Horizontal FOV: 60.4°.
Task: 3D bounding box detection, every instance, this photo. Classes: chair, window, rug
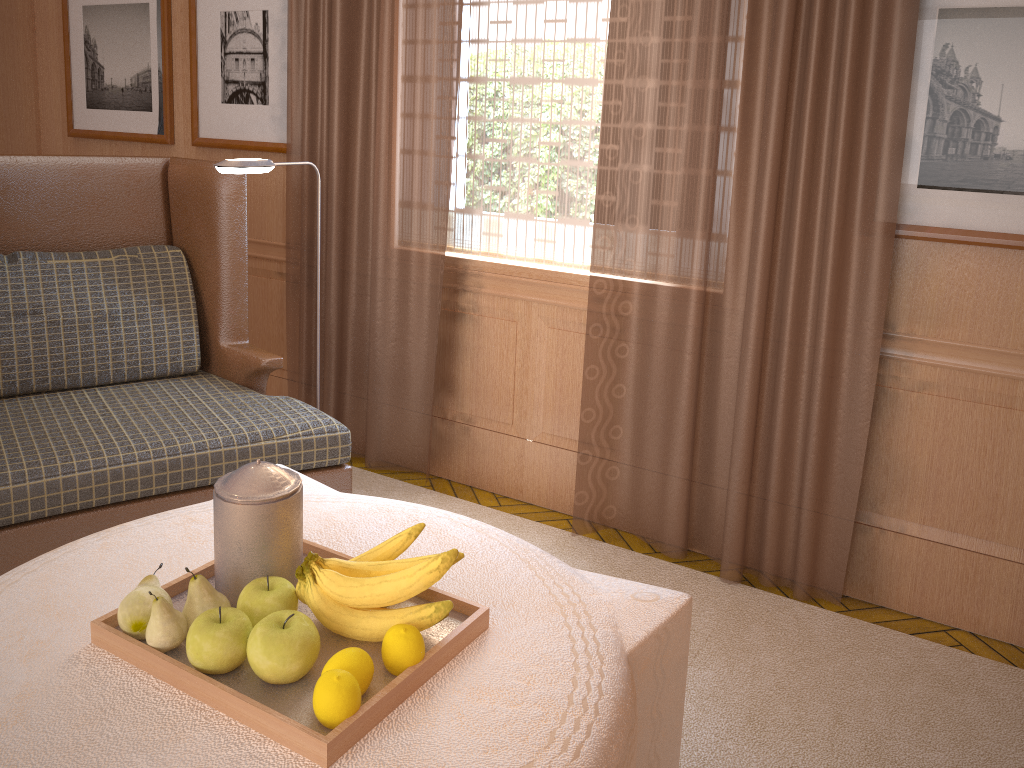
[{"bbox_3d":[-2.015,-0.083,4.322,1.920,1.931,1.754,-7,16,-34],"label":"chair"},{"bbox_3d":[0.436,-2.318,5.127,2.454,3.307,0.859,10,13,30],"label":"window"},{"bbox_3d":[-2.143,1.670,1.831,6.048,0.019,8.098,12,19,29],"label":"rug"}]

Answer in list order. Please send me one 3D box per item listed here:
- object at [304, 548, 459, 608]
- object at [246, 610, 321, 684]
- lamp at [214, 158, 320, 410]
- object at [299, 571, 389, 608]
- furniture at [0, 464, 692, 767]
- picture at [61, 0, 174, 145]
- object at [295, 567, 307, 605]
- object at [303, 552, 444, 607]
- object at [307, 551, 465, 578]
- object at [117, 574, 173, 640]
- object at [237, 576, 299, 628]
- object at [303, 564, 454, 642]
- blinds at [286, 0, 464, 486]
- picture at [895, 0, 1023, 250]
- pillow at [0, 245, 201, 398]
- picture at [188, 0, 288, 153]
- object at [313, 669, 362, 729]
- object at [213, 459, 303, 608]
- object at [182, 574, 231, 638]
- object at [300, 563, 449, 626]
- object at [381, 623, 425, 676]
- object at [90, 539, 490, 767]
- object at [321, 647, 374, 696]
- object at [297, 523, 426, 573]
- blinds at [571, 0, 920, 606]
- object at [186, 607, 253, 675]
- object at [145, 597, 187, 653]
[{"bbox_3d":[-0.339,0.485,2.224,0.404,0.166,0.072,4,11,7],"label":"object"},{"bbox_3d":[-0.548,0.636,2.115,0.172,0.144,0.173,-1,14,-13],"label":"object"},{"bbox_3d":[-1.189,-0.145,4.555,0.563,1.983,0.644,1,11,-8],"label":"lamp"},{"bbox_3d":[-0.387,0.538,2.373,0.396,0.178,0.063,-7,14,-30],"label":"object"},{"bbox_3d":[-0.660,1.082,2.440,1.965,0.880,1.987,10,17,26],"label":"furniture"},{"bbox_3d":[-3.027,-2.490,6.718,1.261,1.223,0.048,10,13,30],"label":"picture"},{"bbox_3d":[-0.435,0.523,2.415,0.072,0.182,0.396,13,18,43],"label":"object"},{"bbox_3d":[-0.353,0.509,2.298,0.376,0.168,0.066,2,11,-3],"label":"object"},{"bbox_3d":[-0.334,0.480,2.340,0.408,0.126,0.093,-1,13,-11],"label":"object"},{"bbox_3d":[-0.963,0.581,2.290,0.134,0.125,0.197,-9,18,-38],"label":"object"},{"bbox_3d":[-0.636,0.584,2.291,0.157,0.132,0.161,12,17,33],"label":"object"},{"bbox_3d":[-0.347,0.563,2.226,0.396,0.169,0.074,4,11,6],"label":"object"},{"bbox_3d":[-0.872,-1.769,5.378,1.441,4.698,0.270,9,12,31],"label":"blinds"},{"bbox_3d":[2.185,-1.191,3.720,1.261,1.223,0.048,10,13,30],"label":"picture"},{"bbox_3d":[-2.250,-0.356,4.650,1.080,0.692,0.548,-8,16,-34],"label":"pillow"},{"bbox_3d":[-1.841,-2.233,6.030,1.059,1.223,0.048,10,13,30],"label":"picture"},{"bbox_3d":[-0.391,0.705,1.966,0.107,0.131,0.117,0,13,-13],"label":"object"},{"bbox_3d":[-0.706,0.396,2.456,0.234,0.384,0.240,2,12,-3],"label":"object"},{"bbox_3d":[-0.795,0.576,2.288,0.130,0.193,0.133,-3,13,-23],"label":"object"},{"bbox_3d":[-0.355,0.559,2.284,0.385,0.196,0.063,1,11,-5],"label":"object"},{"bbox_3d":[-0.267,0.656,2.163,0.107,0.131,0.117,0,13,-13],"label":"object"},{"bbox_3d":[-0.568,0.634,2.318,0.807,0.058,0.650,12,19,29],"label":"object"},{"bbox_3d":[-0.384,0.682,2.062,0.112,0.108,0.136,11,17,32],"label":"object"},{"bbox_3d":[-0.421,0.476,2.396,0.378,0.156,0.106,-9,17,-35],"label":"object"},{"bbox_3d":[1.123,-1.342,4.222,1.458,4.688,0.270,9,12,29],"label":"blinds"},{"bbox_3d":[-0.709,0.626,2.139,0.157,0.132,0.161,12,17,33],"label":"object"},{"bbox_3d":[-0.859,0.589,2.188,0.098,0.145,0.100,-3,13,-23],"label":"object"}]
